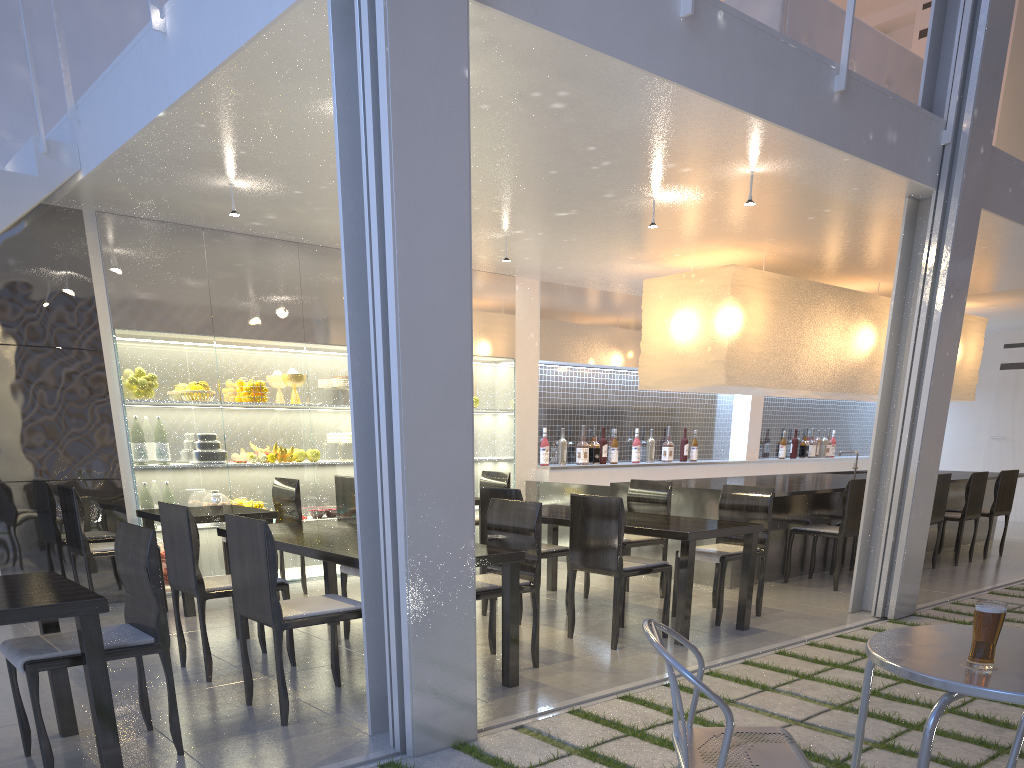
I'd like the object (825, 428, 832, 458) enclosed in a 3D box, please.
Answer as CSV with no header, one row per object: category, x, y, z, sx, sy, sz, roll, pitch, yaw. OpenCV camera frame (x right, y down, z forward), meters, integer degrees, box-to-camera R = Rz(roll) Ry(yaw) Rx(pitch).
object,2.158,0.403,5.626,0.046,0.217,0.042,1,16,1

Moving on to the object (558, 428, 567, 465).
object,-0.459,0.221,3.554,1.840,0.316,0.043,2,12,-37

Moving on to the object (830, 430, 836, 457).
object,2.207,0.413,5.666,0.043,0.199,0.040,-8,18,-27

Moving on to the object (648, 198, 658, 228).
object,0.418,-0.506,2.426,0.028,0.085,0.027,-8,17,-28

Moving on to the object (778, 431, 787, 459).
object,1.747,0.394,5.305,0.042,0.194,0.038,6,17,19

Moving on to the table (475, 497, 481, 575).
table,-0.327,0.641,3.432,0.344,0.354,0.345,-6,9,-40

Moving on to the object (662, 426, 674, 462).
object,0.872,0.338,4.591,0.046,0.217,0.043,-12,20,-37

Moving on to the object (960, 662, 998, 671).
object,-0.322,0.176,1.941,0.036,0.417,2.771,-14,6,-38

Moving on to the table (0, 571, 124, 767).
table,-0.900,0.516,1.394,0.344,0.354,0.345,-6,9,-40

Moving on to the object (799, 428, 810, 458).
object,1.943,0.392,5.458,0.044,0.218,0.043,-13,21,-39

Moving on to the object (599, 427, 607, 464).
object,-0.338,0.228,3.653,2.107,0.315,0.063,3,11,-38

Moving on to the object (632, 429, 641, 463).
object,0.672,0.335,4.445,0.042,0.199,0.041,-12,20,-38

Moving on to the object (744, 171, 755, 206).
object,0.634,-0.520,2.184,0.028,0.085,0.027,-8,17,-28

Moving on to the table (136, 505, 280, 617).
table,-1.044,0.604,2.859,0.344,0.354,0.345,-6,9,-40

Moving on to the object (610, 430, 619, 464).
object,-0.381,0.222,3.590,2.388,0.320,0.054,3,11,-38

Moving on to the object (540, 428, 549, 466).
object,-0.012,-0.096,2.847,1.804,0.873,1.621,0,1,-42

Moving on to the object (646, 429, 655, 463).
object,0.764,0.341,4.527,0.046,0.200,0.041,2,16,7

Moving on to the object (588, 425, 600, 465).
object,-0.354,0.225,3.604,2.039,0.315,0.099,2,11,-37

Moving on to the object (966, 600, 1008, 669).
object,0.532,0.281,0.923,0.031,0.082,0.028,1,14,5

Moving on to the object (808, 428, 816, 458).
object,2.008,0.397,5.514,0.046,0.217,0.043,-12,20,-37

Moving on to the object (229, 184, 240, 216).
object,-0.782,-0.517,2.306,0.028,0.085,0.027,-8,17,-28

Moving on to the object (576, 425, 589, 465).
object,-0.390,0.223,3.575,1.961,0.316,0.044,2,12,-38

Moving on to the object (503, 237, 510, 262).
object,-0.019,-0.478,2.916,0.028,0.085,0.027,-8,17,-28

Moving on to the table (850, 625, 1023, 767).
table,0.610,0.497,1.032,0.348,0.357,0.326,2,8,12

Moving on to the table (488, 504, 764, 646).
table,0.316,0.599,2.712,0.343,0.348,0.887,-6,4,-41

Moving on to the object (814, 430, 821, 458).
object,2.063,0.407,5.561,0.046,0.200,0.041,2,16,6

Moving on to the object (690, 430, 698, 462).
object,1.051,0.358,4.743,0.042,0.194,0.038,6,17,19

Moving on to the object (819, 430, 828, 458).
object,2.116,0.409,5.584,0.044,0.200,0.043,-13,20,-39

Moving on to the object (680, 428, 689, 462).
object,0.988,0.350,4.710,0.042,0.207,0.044,14,21,39

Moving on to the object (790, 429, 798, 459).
object,1.839,0.391,5.357,0.042,0.207,0.044,14,21,39
